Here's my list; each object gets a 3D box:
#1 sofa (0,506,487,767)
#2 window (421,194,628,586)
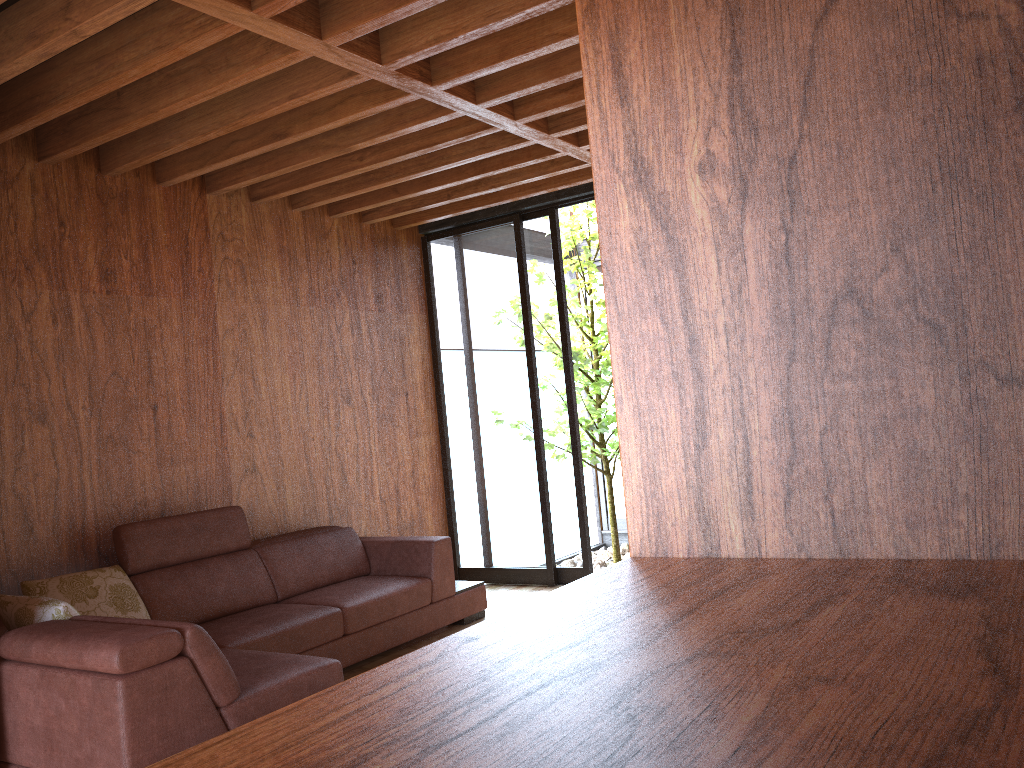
[{"bbox_3d":[-0.789,0.883,3.650,1.687,0.760,2.523,-7,-2,33],"label":"sofa"},{"bbox_3d":[1.435,-1.061,5.291,4.075,5.131,14.068,-7,-2,33],"label":"window"}]
